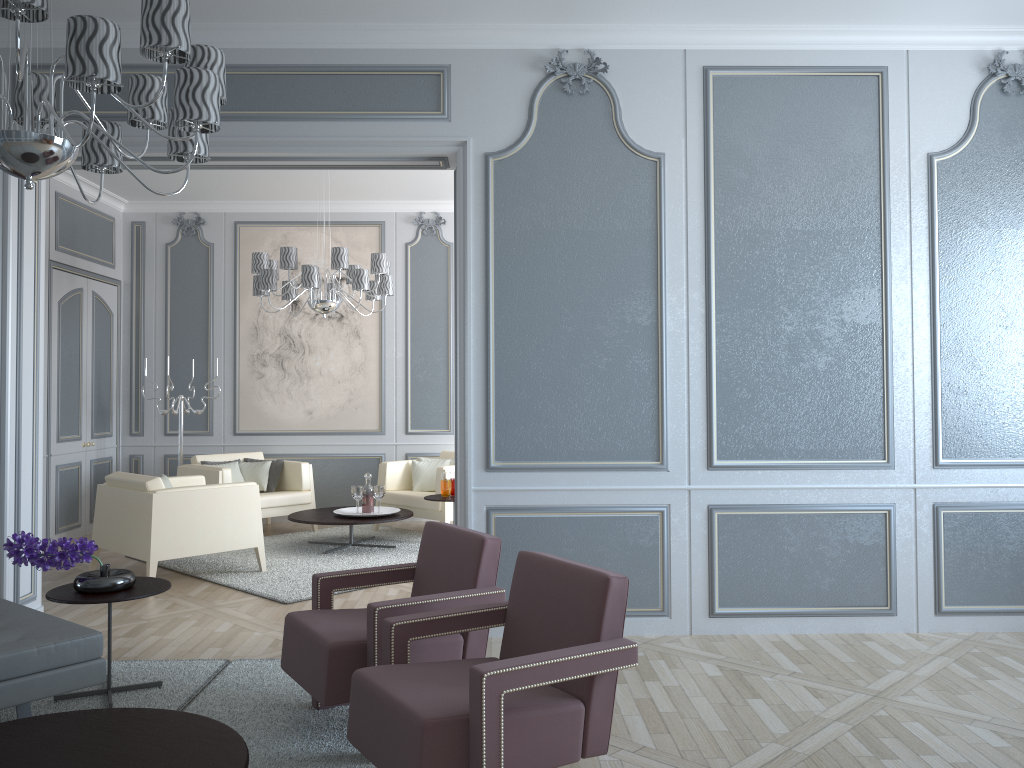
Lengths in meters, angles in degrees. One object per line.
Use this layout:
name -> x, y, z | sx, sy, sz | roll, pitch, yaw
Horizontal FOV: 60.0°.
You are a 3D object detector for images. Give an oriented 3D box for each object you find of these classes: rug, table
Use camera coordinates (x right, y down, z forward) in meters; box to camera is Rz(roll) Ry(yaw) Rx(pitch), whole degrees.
rug -> -1.115, 1.112, 2.019 | 2.018, 0.010, 3.203 | 0, -1, -1
table -> -0.395, 0.965, 6.070 | 0.414, 0.385, 0.414 | 1, -1, -44
table -> -1.452, 0.930, 3.200 | 0.414, 0.385, 0.414 | 0, -1, -14
table -> -1.047, 0.997, 1.980 | 0.882, 0.239, 0.882 | 0, -1, 16
rug -> -1.198, 1.156, 6.020 | 2.000, 0.010, 2.000 | -1, -1, 44
table -> -1.145, 1.044, 6.322 | 0.882, 0.239, 0.882 | 0, -1, -4

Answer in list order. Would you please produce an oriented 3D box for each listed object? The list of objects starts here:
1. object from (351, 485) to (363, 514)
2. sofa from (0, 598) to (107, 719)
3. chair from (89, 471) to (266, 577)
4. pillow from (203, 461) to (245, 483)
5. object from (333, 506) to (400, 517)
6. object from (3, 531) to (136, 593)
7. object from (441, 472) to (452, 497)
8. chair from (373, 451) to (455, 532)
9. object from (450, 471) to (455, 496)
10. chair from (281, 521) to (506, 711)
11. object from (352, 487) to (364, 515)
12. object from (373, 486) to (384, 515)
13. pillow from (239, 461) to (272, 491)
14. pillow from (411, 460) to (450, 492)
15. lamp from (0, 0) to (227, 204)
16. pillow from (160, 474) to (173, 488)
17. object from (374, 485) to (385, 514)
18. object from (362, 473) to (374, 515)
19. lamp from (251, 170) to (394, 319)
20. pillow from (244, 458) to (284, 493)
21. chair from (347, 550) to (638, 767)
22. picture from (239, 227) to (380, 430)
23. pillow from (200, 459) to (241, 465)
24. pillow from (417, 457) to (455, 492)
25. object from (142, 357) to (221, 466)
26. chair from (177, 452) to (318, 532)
object -> -1.103, 0.823, 6.308 | 0.080, 0.196, 0.080 | 0, -2, -18
sofa -> -2.240, 0.780, 2.100 | 0.810, 0.668, 2.204 | -1, -1, 39
chair -> -2.056, 0.848, 5.457 | 0.855, 0.621, 0.737 | -1, -1, 44
pillow -> -2.209, 0.732, 6.844 | 0.163, 0.245, 0.311 | -1, -1, 33
object -> -1.025, 0.909, 6.271 | 0.468, 0.028, 0.468 | 0, -1, 11
object -> -1.563, 0.626, 3.148 | 0.425, 0.221, 0.206 | 0, -1, -31
object -> -0.453, 0.690, 6.089 | 0.075, 0.166, 0.075 | 0, -1, -12
chair -> -0.540, 0.857, 6.957 | 0.855, 0.621, 0.737 | -1, -1, 44
object -> -0.400, 0.691, 6.158 | 0.075, 0.166, 0.075 | 1, -2, -42
chair -> -0.404, 0.806, 2.928 | 0.606, 0.620, 0.576 | 0, -1, -31
object -> -1.078, 0.822, 6.213 | 0.080, 0.196, 0.080 | 0, -1, 2
object -> -0.940, 0.821, 6.237 | 0.080, 0.196, 0.080 | 0, -2, -18
pillow -> -2.065, 0.733, 7.002 | 0.312, 0.245, 0.163 | 0, -1, 3
pillow -> -0.640, 0.726, 7.023 | 0.312, 0.245, 0.163 | 0, -1, -7
lamp -> -1.264, -1.065, 2.321 | 0.976, 1.120, 0.976 | 0, -1, -13
pillow -> -2.175, 0.719, 5.522 | 0.182, 0.285, 0.360 | 0, -1, 5
object -> -0.942, 0.822, 6.320 | 0.080, 0.196, 0.080 | 0, -2, -18
object -> -1.021, 0.775, 6.286 | 0.086, 0.290, 0.086 | -1, -2, 20
lamp -> -1.336, -1.021, 6.288 | 0.976, 1.120, 0.976 | 0, -1, -13
pillow -> -2.011, 0.734, 7.072 | 0.351, 0.276, 0.184 | -1, -1, 15
chair -> -0.068, 0.797, 2.312 | 0.606, 0.620, 0.576 | 0, -1, -31
picture -> -1.740, -0.481, 7.627 | 1.199, 1.752, 0.001 | 0, -2, -1
pillow -> -2.244, 0.733, 6.925 | 0.184, 0.276, 0.351 | -2, -2, 45
pillow -> -0.600, 0.727, 7.102 | 0.351, 0.276, 0.184 | 0, -1, 5
object -> -2.643, 0.485, 7.077 | 0.446, 1.387, 0.446 | -2, -2, 44
chair -> -2.083, 0.864, 6.929 | 0.737, 0.621, 0.855 | -1, -1, 44
